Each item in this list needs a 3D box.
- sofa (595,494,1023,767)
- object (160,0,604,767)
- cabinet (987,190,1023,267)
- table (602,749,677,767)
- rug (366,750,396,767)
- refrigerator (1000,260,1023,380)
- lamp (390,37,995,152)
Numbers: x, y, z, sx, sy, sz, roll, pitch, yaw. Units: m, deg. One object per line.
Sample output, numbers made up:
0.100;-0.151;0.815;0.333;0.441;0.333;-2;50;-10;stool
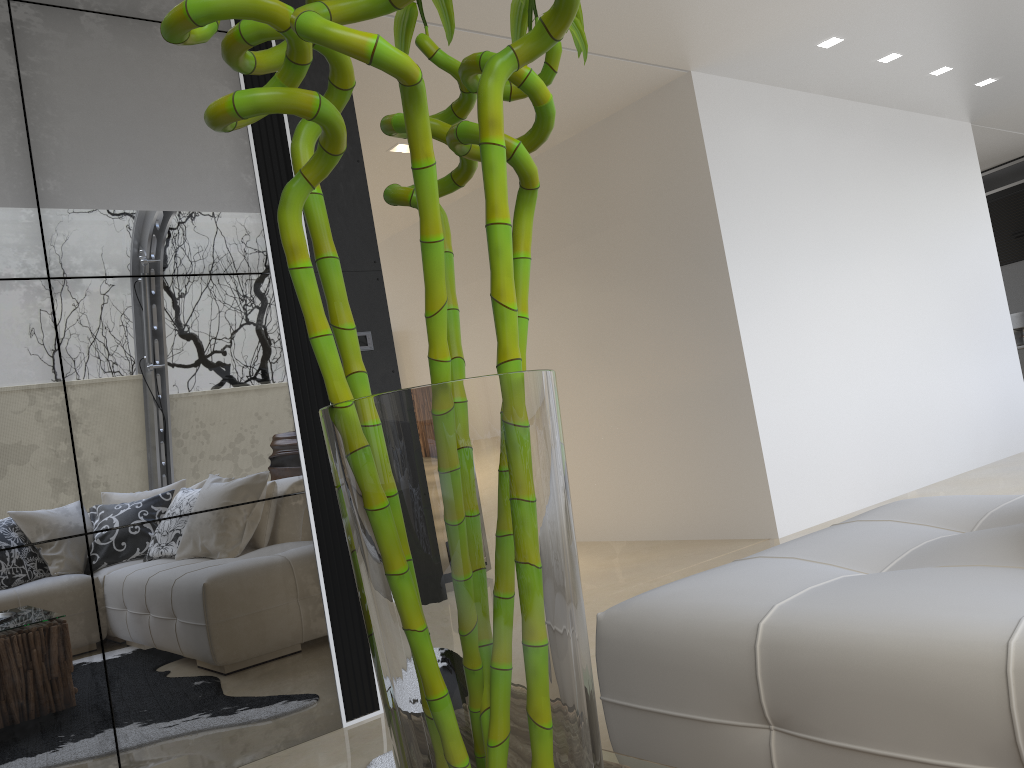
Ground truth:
0.620;0.382;0.353;4.169;0.866;3.257;-7;-4;-39;sofa
-0.080;-0.251;0.755;0.584;1.546;0.673;-10;-3;0;object
5.879;-0.833;10.286;0.831;2.558;2.252;-8;-3;-24;cabinet
-0.007;0.739;0.788;0.923;0.448;1.007;-7;-4;-38;table
-0.037;0.961;0.905;2.739;0.008;2.740;-12;-4;37;rug
5.911;-0.531;9.601;0.234;1.742;1.006;-8;-3;-25;refrigerator
-1.009;-1.522;6.248;9.928;0.004;9.775;-7;-4;-38;lamp
